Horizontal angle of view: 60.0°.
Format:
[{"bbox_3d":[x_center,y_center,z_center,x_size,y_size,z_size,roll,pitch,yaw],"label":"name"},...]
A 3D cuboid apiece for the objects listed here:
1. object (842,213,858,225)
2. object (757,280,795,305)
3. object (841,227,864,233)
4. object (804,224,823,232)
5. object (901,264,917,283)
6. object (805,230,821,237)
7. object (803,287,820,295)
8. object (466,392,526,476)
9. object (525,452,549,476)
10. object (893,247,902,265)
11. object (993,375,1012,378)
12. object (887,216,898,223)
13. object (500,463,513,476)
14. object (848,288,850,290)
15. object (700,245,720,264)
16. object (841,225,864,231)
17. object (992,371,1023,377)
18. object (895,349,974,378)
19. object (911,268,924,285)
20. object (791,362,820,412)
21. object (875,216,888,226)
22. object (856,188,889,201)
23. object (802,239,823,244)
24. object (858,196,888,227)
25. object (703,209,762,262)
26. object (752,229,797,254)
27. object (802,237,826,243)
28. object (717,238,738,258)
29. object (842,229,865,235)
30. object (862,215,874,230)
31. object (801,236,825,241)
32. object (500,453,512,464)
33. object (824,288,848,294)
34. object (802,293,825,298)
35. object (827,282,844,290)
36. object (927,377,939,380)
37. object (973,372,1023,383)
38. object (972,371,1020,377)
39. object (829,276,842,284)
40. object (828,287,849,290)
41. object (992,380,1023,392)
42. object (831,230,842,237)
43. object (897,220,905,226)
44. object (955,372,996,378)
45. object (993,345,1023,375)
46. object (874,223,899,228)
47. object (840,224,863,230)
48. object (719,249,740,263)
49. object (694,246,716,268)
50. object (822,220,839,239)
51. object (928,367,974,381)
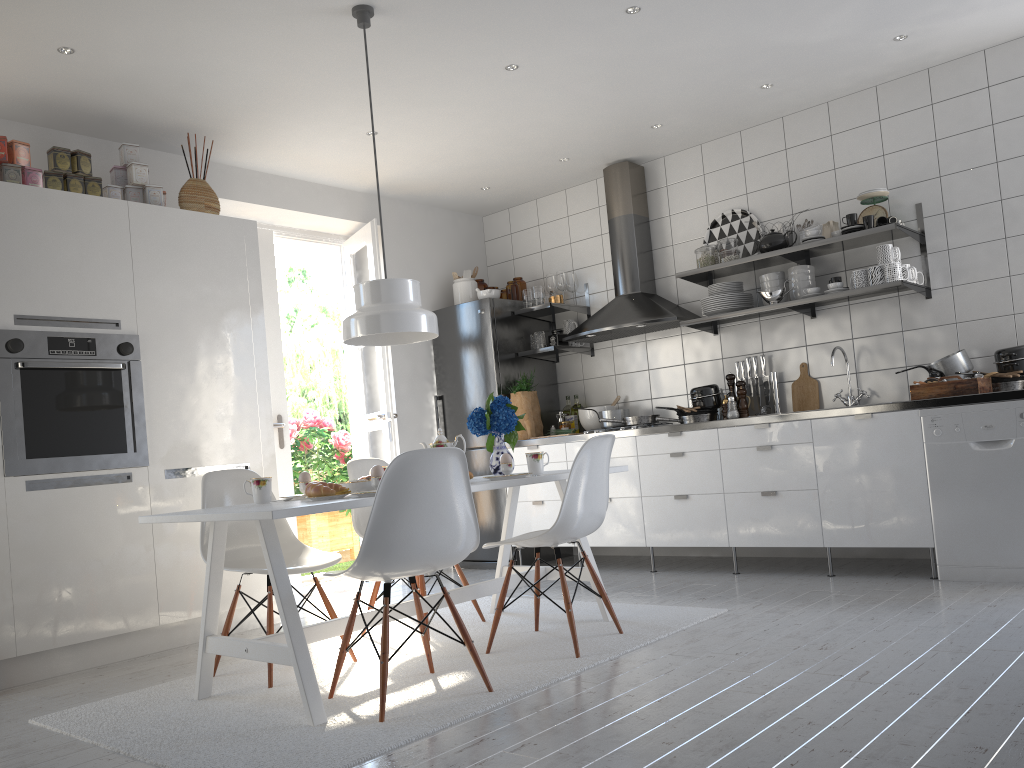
[{"bbox_3d":[1.763,-0.841,4.606,0.055,0.078,0.071,-4,-4,-28],"label":"object"},{"bbox_3d":[1.460,-0.497,4.901,0.210,0.134,0.102,-7,-3,23],"label":"object"},{"bbox_3d":[1.773,-0.789,4.597,0.121,0.021,0.121,-1,-6,-44],"label":"object"},{"bbox_3d":[1.611,-0.822,4.753,0.078,0.067,0.083,-3,-4,-34],"label":"object"},{"bbox_3d":[2.014,-0.558,4.533,0.108,0.100,0.083,-7,-3,27],"label":"object"},{"bbox_3d":[1.613,-0.793,4.753,0.079,0.049,0.082,-6,-4,14],"label":"object"},{"bbox_3d":[1.613,-0.487,4.751,0.079,0.047,0.082,-8,-5,33],"label":"object"},{"bbox_3d":[-0.063,0.220,3.874,0.266,0.376,0.236,-8,-4,43],"label":"object"},{"bbox_3d":[0.101,0.331,3.682,0.078,0.095,0.091,-7,-4,34],"label":"object"},{"bbox_3d":[1.975,-0.649,4.608,0.083,0.100,0.108,-6,-3,10],"label":"object"},{"bbox_3d":[2.288,-0.039,4.228,0.064,0.044,0.335,-6,-4,7],"label":"object"},{"bbox_3d":[1.929,-0.832,4.517,0.069,0.059,0.082,-6,-4,19],"label":"object"},{"bbox_3d":[-0.020,0.343,3.513,0.048,0.057,0.048,-5,-3,-8],"label":"object"},{"bbox_3d":[1.764,-0.495,4.795,0.121,0.023,0.121,-6,-4,12],"label":"object"},{"bbox_3d":[1.194,-0.745,5.347,0.121,0.170,0.122,-4,-3,-29],"label":"object"},{"bbox_3d":[1.773,-0.798,4.597,0.121,0.023,0.121,-4,-4,-17],"label":"object"},{"bbox_3d":[2.338,-0.038,4.245,0.065,0.021,0.337,-6,-4,4],"label":"object"},{"bbox_3d":[2.135,-0.076,4.496,0.371,0.168,0.203,-7,-4,18],"label":"object"},{"bbox_3d":[2.111,-0.556,4.675,0.109,0.100,0.083,-7,-4,30],"label":"object"},{"bbox_3d":[1.692,0.021,5.121,0.158,0.293,0.047,-8,-3,41],"label":"object"},{"bbox_3d":[1.895,-0.821,4.531,0.069,0.058,0.080,-6,-4,14],"label":"object"},{"bbox_3d":[1.927,-1.005,4.731,0.163,0.047,0.164,-5,-4,0],"label":"object"},{"bbox_3d":[1.619,-0.753,4.751,0.121,0.021,0.121,-1,-6,-44],"label":"object"},{"bbox_3d":[1.934,-0.879,4.715,0.159,0.208,0.185,-8,-4,41],"label":"object"},{"bbox_3d":[1.341,-0.866,5.385,0.396,0.393,0.053,-8,-4,41],"label":"object"},{"bbox_3d":[1.456,-0.787,4.914,0.178,0.142,0.200,-5,-4,-8],"label":"object"},{"bbox_3d":[1.619,-0.763,4.751,0.121,0.021,0.121,-1,-6,-44],"label":"object"},{"bbox_3d":[1.274,-0.762,5.209,0.121,0.170,0.122,-4,-3,-29],"label":"object"},{"bbox_3d":[1.774,-0.779,4.597,0.121,0.021,0.121,-7,-5,18],"label":"object"},{"bbox_3d":[1.822,-0.818,4.516,0.055,0.077,0.070,-5,-3,4],"label":"object"},{"bbox_3d":[1.615,-0.772,4.754,0.121,0.024,0.121,-8,-5,36],"label":"object"},{"bbox_3d":[-0.023,0.305,3.514,0.048,0.063,0.048,-2,-4,-45],"label":"object"},{"bbox_3d":[1.700,-0.482,4.645,0.121,0.021,0.121,-1,-6,-44],"label":"object"},{"bbox_3d":[1.616,-0.466,4.751,0.121,0.021,0.121,-9,-5,38],"label":"object"},{"bbox_3d":[1.697,-0.503,4.645,0.082,0.047,0.079,-2,-5,-36],"label":"object"},{"bbox_3d":[2.144,0.005,4.263,0.266,0.106,0.048,-8,-4,38],"label":"object"},{"bbox_3d":[2.328,-0.019,4.281,0.347,0.082,0.244,-5,-4,-7],"label":"object"},{"bbox_3d":[2.303,-0.047,4.228,0.059,0.060,0.335,-5,-4,-1],"label":"object"},{"bbox_3d":[1.759,-0.539,4.807,0.055,0.078,0.071,-5,-3,1],"label":"object"},{"bbox_3d":[1.763,-0.504,4.799,0.121,0.023,0.121,-7,-5,22],"label":"object"},{"bbox_3d":[2.330,0.018,4.310,0.352,0.060,0.232,-7,-4,20],"label":"object"},{"bbox_3d":[1.743,-0.788,4.722,0.082,0.047,0.079,-2,-5,-36],"label":"object"},{"bbox_3d":[2.018,-0.823,4.617,0.066,0.067,0.052,-8,-4,42],"label":"object"},{"bbox_3d":[2.336,-0.034,4.273,0.355,0.080,0.246,-2,-6,-41],"label":"object"},{"bbox_3d":[2.425,-0.107,4.270,0.190,0.159,0.198,-5,-3,2],"label":"object"},{"bbox_3d":[1.910,-0.797,4.523,0.121,0.021,0.121,-1,-6,-44],"label":"object"},{"bbox_3d":[1.770,-0.807,4.599,0.121,0.023,0.121,-5,-4,-8],"label":"object"},{"bbox_3d":[1.250,-0.724,5.084,0.121,0.079,0.121,-7,-4,27],"label":"object"},{"bbox_3d":[1.136,-0.730,5.196,0.121,0.130,0.121,-7,-4,27],"label":"object"},{"bbox_3d":[1.762,-0.822,4.879,0.115,0.151,0.128,-4,-3,-23],"label":"object"},{"bbox_3d":[2.187,-0.009,4.403,0.200,0.153,0.348,-7,-4,25],"label":"object"}]
